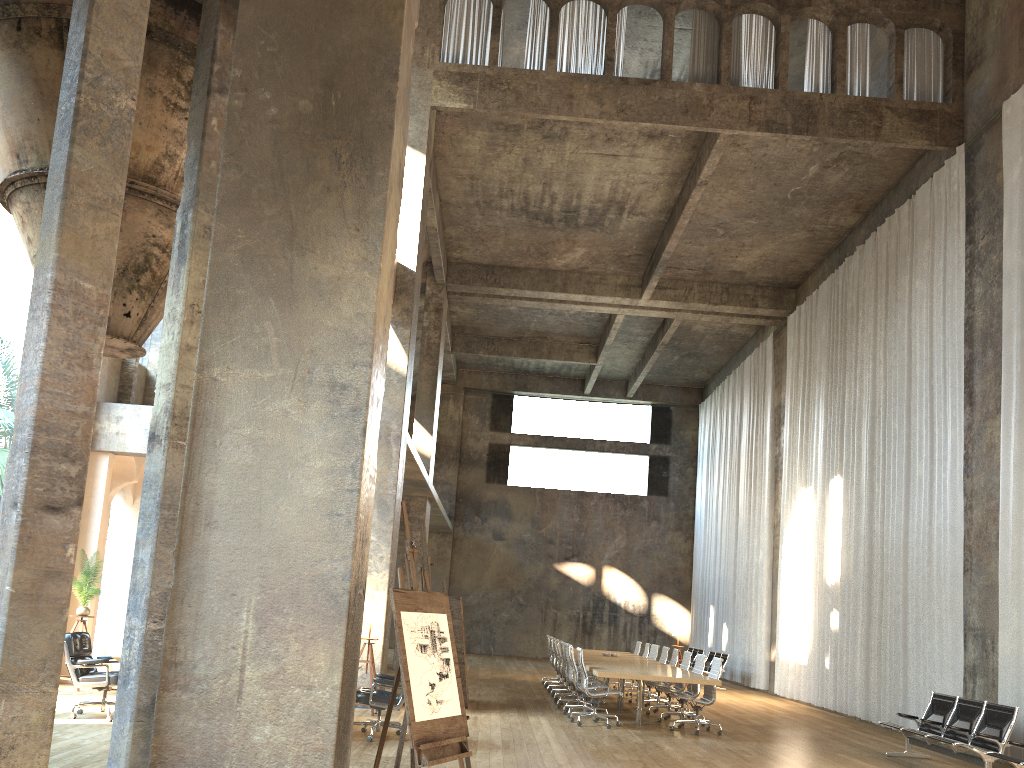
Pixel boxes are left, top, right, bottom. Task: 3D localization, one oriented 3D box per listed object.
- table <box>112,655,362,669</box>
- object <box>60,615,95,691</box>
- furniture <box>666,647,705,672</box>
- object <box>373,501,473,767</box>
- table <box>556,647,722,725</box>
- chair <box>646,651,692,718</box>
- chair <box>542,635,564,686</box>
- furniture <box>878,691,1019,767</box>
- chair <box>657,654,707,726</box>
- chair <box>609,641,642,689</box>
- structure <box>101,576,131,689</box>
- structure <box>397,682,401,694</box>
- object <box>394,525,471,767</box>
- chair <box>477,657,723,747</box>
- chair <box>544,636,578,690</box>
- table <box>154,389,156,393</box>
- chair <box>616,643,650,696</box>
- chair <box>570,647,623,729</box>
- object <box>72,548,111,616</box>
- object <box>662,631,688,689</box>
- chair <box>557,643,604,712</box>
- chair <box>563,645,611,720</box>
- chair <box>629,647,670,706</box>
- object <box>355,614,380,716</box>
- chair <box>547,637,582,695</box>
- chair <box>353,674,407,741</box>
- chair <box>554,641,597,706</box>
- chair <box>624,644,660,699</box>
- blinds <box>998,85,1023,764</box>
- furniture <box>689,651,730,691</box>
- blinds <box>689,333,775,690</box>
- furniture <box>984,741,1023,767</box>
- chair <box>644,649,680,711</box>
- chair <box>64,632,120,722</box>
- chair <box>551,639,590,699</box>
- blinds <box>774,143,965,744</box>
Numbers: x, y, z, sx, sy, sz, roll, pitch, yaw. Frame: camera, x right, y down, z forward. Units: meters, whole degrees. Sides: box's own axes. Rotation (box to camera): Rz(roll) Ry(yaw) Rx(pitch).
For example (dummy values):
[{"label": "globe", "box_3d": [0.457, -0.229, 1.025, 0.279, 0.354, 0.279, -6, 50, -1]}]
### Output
[{"label": "table", "box_3d": [-2.945, 3.364, 9.539, 2.410, 0.686, 1.129, 4, -13, -1]}, {"label": "object", "box_3d": [-5.831, 3.614, 11.835, 0.666, 0.953, 0.576, 11, -12, -36]}, {"label": "furniture", "box_3d": [4.608, 7.507, 23.659, 0.708, 0.824, 1.914, 4, -13, 0]}, {"label": "object", "box_3d": [-0.570, 1.802, 5.551, 0.684, 2.105, 0.715, 0, -9, 25]}, {"label": "table", "box_3d": [1.790, 5.116, 15.080, 1.601, 0.743, 7.890, 4, -14, 0]}, {"label": "chair", "box_3d": [2.488, 4.727, 13.893, 0.698, 1.005, 0.680, 3, -10, 5]}, {"label": "chair", "box_3d": [0.991, 5.759, 18.288, 0.698, 1.005, 0.680, 3, -10, 5]}, {"label": "furniture", "box_3d": [4.970, 4.027, 10.145, 0.708, 0.824, 1.914, 4, -13, 0]}, {"label": "chair", "box_3d": [2.511, 4.493, 12.981, 0.698, 1.005, 0.680, 4, -10, 3]}, {"label": "chair", "box_3d": [2.348, 5.859, 18.293, 0.698, 1.005, 0.680, 3, -10, 5]}, {"label": "structure", "box_3d": [-5.247, 3.500, 12.348, 0.594, 1.517, 0.758, 4, -9, 0]}, {"label": "structure", "box_3d": [-1.355, 4.033, 13.311, 0.594, 1.517, 0.758, 4, -9, 0]}, {"label": "object", "box_3d": [-0.718, 2.277, 7.425, 0.702, 2.105, 0.697, -1, -9, 31]}, {"label": "chair", "box_3d": [-0.302, 4.055, 12.061, 12.950, 1.011, 32.223, 4, -15, 0]}, {"label": "chair", "box_3d": [1.010, 5.516, 17.346, 0.698, 1.005, 0.680, 4, -10, 3]}, {"label": "table", "box_3d": [-4.622, 0.235, 13.855, 1.749, 0.786, 1.140, 4, -12, -1]}, {"label": "chair", "box_3d": [2.397, 5.640, 17.435, 0.698, 1.005, 0.680, 3, -10, 8]}, {"label": "chair", "box_3d": [1.171, 4.149, 12.035, 0.698, 1.005, 0.680, 3, -10, 5]}, {"label": "object", "box_3d": [-5.824, 2.685, 11.944, 0.689, 0.921, 0.876, 6, -11, -9]}, {"label": "object", "box_3d": [3.584, 6.146, 19.547, 0.571, 1.272, 0.671, -1, -10, 32]}, {"label": "chair", "box_3d": [1.088, 4.586, 13.742, 0.699, 1.005, 0.679, 4, -9, -1]}, {"label": "chair", "box_3d": [1.116, 4.368, 12.892, 0.698, 1.005, 0.680, 3, -10, 8]}, {"label": "chair", "box_3d": [2.448, 5.183, 15.659, 0.698, 1.005, 0.680, 3, -10, 5]}, {"label": "object", "box_3d": [-2.006, 3.679, 11.607, 0.571, 1.272, 0.671, 4, -9, 0]}, {"label": "chair", "box_3d": [1.033, 5.281, 16.435, 0.698, 1.005, 0.680, 3, -10, 5]}, {"label": "chair", "box_3d": [-1.389, 3.387, 9.560, 0.821, 0.875, 0.745, 5, -10, -4]}, {"label": "chair", "box_3d": [1.073, 4.826, 14.669, 0.698, 1.005, 0.680, 3, -10, 5]}, {"label": "chair", "box_3d": [2.416, 5.421, 16.585, 0.699, 1.005, 0.679, 4, -9, -1]}, {"label": "blinds", "box_3d": [6.388, -0.555, 7.527, 0.275, 8.471, 8.001, 4, -11, 1]}, {"label": "furniture", "box_3d": [4.662, 6.896, 21.288, 0.708, 0.824, 1.914, 4, -13, 0]}, {"label": "blinds", "box_3d": [5.997, 3.877, 24.717, 0.275, 8.471, 7.998, 4, -11, -1]}, {"label": "furniture", "box_3d": [5.024, 3.415, 7.774, 0.708, 0.824, 1.914, 4, -13, 0]}, {"label": "chair", "box_3d": [2.465, 4.957, 14.785, 0.698, 1.005, 0.680, 3, -10, 8]}, {"label": "chair", "box_3d": [-4.424, 3.159, 9.534, 0.822, 0.875, 0.745, 5, -10, -6]}, {"label": "chair", "box_3d": [1.056, 5.051, 15.543, 0.698, 1.005, 0.680, 3, -10, 8]}, {"label": "blinds", "box_3d": [6.193, 1.657, 16.109, 0.275, 8.471, 8.001, 4, -11, 1]}]
